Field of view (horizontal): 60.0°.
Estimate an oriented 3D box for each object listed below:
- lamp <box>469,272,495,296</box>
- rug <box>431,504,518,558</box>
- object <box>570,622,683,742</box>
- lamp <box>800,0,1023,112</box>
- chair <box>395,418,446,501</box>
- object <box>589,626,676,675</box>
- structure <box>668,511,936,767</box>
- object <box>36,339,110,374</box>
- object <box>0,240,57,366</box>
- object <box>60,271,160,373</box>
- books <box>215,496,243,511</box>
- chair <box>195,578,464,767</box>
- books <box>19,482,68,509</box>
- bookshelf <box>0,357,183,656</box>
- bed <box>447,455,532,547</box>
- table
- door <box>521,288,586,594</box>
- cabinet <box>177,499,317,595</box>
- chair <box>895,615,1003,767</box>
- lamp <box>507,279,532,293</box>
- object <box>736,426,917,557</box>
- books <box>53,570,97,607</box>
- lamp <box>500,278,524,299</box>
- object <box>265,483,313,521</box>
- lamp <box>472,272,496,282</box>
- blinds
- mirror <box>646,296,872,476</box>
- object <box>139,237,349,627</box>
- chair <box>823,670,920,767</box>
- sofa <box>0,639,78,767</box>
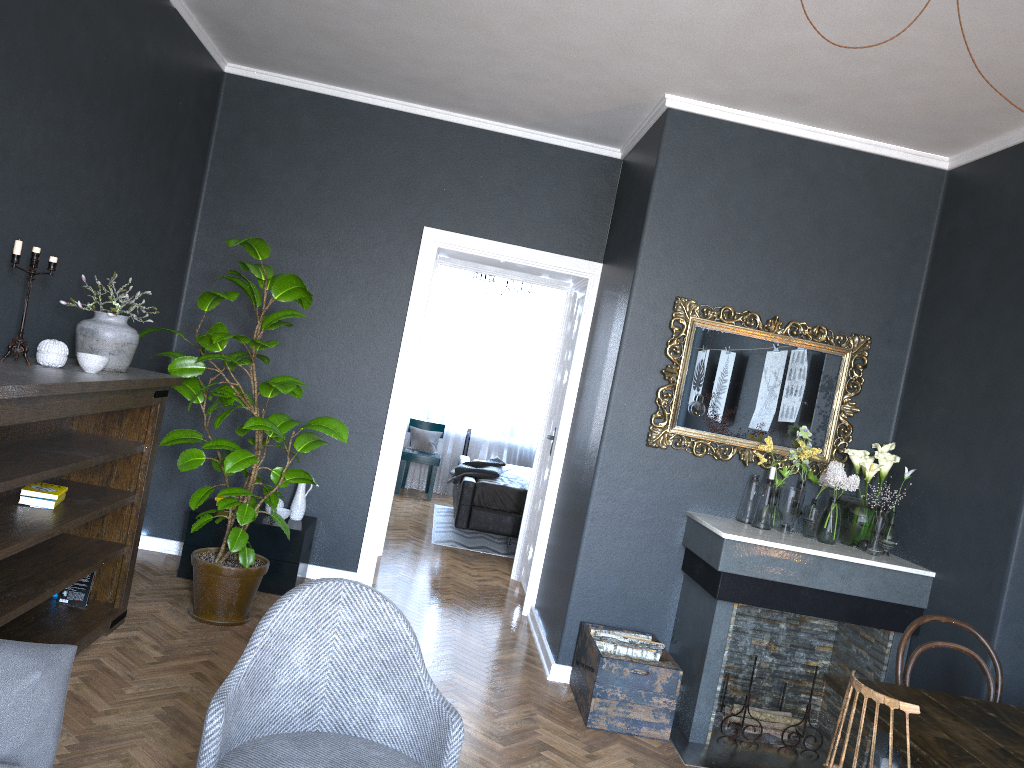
[{"bbox_3d":[-0.230,-1.260,8.481,0.210,0.804,0.210,11,1,9],"label":"lamp"},{"bbox_3d":[-0.029,1.429,8.363,1.458,0.013,2.044,11,0,-4],"label":"rug"},{"bbox_3d":[0.526,1.400,4.220,0.383,0.326,0.552,11,1,-4],"label":"object"},{"bbox_3d":[1.321,-0.519,2.227,1.588,1.575,0.583,12,1,27],"label":"lamp"},{"bbox_3d":[-1.005,0.818,9.762,0.436,0.799,0.592,11,1,-5],"label":"chair"},{"bbox_3d":[0.545,1.326,4.219,0.370,0.247,0.533,11,1,-4],"label":"object"},{"bbox_3d":[1.310,1.232,4.192,1.066,0.981,0.833,11,1,-5],"label":"structure"},{"bbox_3d":[-1.661,-0.104,3.359,0.256,0.104,0.118,11,1,-39],"label":"object"},{"bbox_3d":[-1.762,-0.293,3.189,0.144,0.438,0.130,12,1,31],"label":"object"},{"bbox_3d":[-1.676,-0.266,3.689,0.386,0.412,0.275,11,1,-26],"label":"object"},{"bbox_3d":[-1.633,0.704,5.220,0.215,0.066,0.162,11,1,-9],"label":"books"},{"bbox_3d":[-0.496,0.965,2.300,0.646,0.811,0.494,11,1,-26],"label":"chair"},{"bbox_3d":[-1.847,0.470,3.529,0.174,0.113,0.196,11,1,-16],"label":"books"},{"bbox_3d":[-1.796,0.521,3.177,0.451,1.172,1.917,11,1,-4],"label":"bookshelf"},{"bbox_3d":[0.583,0.958,8.424,2.375,1.162,2.264,11,1,-5],"label":"bed"},{"bbox_3d":[1.552,1.415,2.132,1.126,0.728,1.603,11,1,-4],"label":"table"},{"bbox_3d":[0.349,0.404,6.111,0.162,2.187,0.856,11,1,-4],"label":"door"},{"bbox_3d":[-1.536,0.956,5.204,0.650,0.390,0.456,11,1,-5],"label":"cabinet"},{"bbox_3d":[1.508,1.301,2.968,0.438,0.921,0.549,11,1,-2],"label":"chair"},{"bbox_3d":[0.131,-1.202,7.829,0.210,0.770,0.210,11,1,9],"label":"lamp"},{"bbox_3d":[1.556,0.501,4.343,0.727,0.547,0.474,11,1,-2],"label":"object"},{"bbox_3d":[-1.968,0.890,4.004,0.179,0.193,0.122,11,1,-1],"label":"books"},{"bbox_3d":[0.056,-1.235,8.812,0.210,0.747,0.210,11,1,9],"label":"lamp"},{"bbox_3d":[-1.347,0.657,5.240,0.228,0.268,0.229,12,1,29],"label":"object"},{"bbox_3d":[-0.194,-1.302,8.092,0.210,0.714,0.210,11,1,9],"label":"lamp"},{"bbox_3d":[-0.297,-0.064,10.195,3.993,2.790,0.312,11,1,-5],"label":"blinds"},{"bbox_3d":[1.264,0.036,4.512,1.057,0.784,0.067,11,1,-5],"label":"mirror"},{"bbox_3d":[-1.399,0.226,4.463,1.119,1.899,0.763,11,1,-11],"label":"object"},{"bbox_3d":[1.017,1.246,2.400,0.384,0.857,0.455,11,1,-19],"label":"chair"},{"bbox_3d":[-1.435,0.796,1.080,0.970,0.798,2.339,11,0,-5],"label":"sofa"}]
